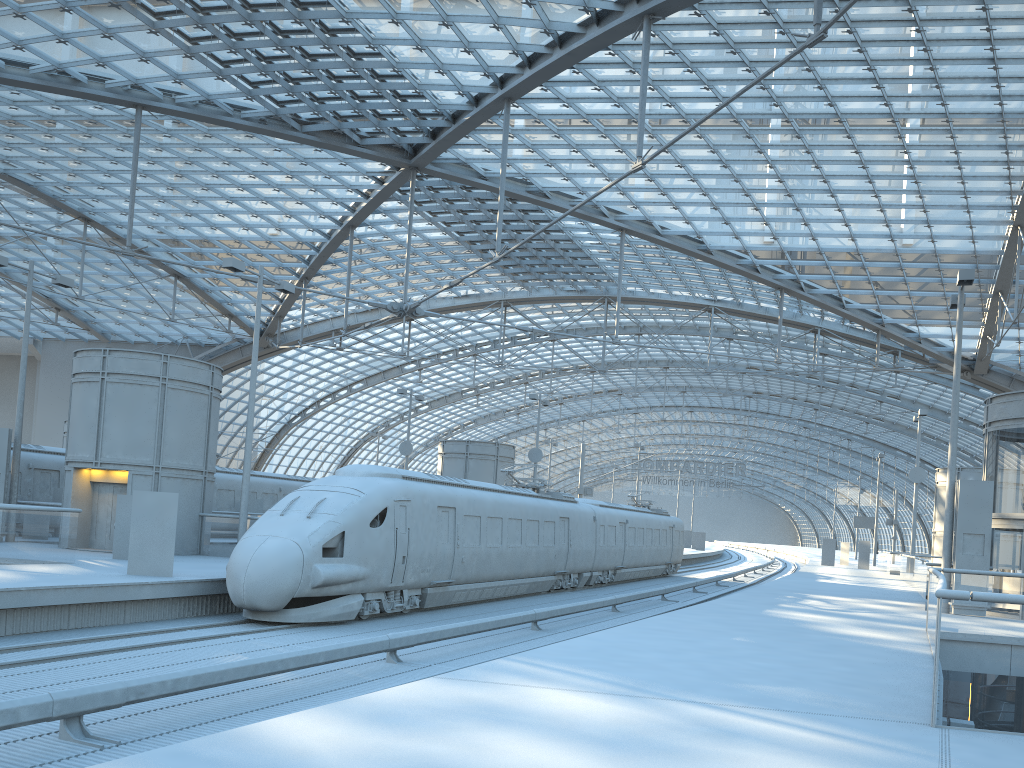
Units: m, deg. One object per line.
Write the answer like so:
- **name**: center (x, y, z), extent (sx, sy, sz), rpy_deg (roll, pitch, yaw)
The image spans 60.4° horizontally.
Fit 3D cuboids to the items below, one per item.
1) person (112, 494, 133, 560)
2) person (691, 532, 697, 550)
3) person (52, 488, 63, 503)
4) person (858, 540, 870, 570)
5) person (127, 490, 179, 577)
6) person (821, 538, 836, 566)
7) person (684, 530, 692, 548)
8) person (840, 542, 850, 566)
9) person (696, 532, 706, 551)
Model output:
- **person**: center (-9.249, 3.496, 21.276), extent (0.710, 1.608, 0.001), rpy_deg (4, -1, 1)
- **person**: center (17.522, 14.887, 83.319), extent (0.873, 1.701, 0.001), rpy_deg (3, -2, 22)
- **person**: center (-14.707, 4.298, 28.912), extent (0.828, 1.728, 0.001), rpy_deg (4, -1, -4)
- **person**: center (21.678, 10.561, 54.211), extent (0.068, 1.803, 0.781), rpy_deg (5, -3, -36)
- **person**: center (-7.051, 2.972, 17.303), extent (0.876, 1.701, 0.001), rpy_deg (4, -1, -4)
- **person**: center (20.360, 10.823, 56.409), extent (0.001, 1.794, 0.899), rpy_deg (5, -3, -43)
- **person**: center (17.414, 15.531, 87.892), extent (0.898, 1.794, 0.001), rpy_deg (3, -2, 17)
- **person**: center (23.136, 11.818, 61.055), extent (0.001, 1.607, 0.808), rpy_deg (4, -3, -23)
- **person**: center (17.123, 14.304, 79.662), extent (0.825, 1.728, 0.001), rpy_deg (3, -2, 22)
